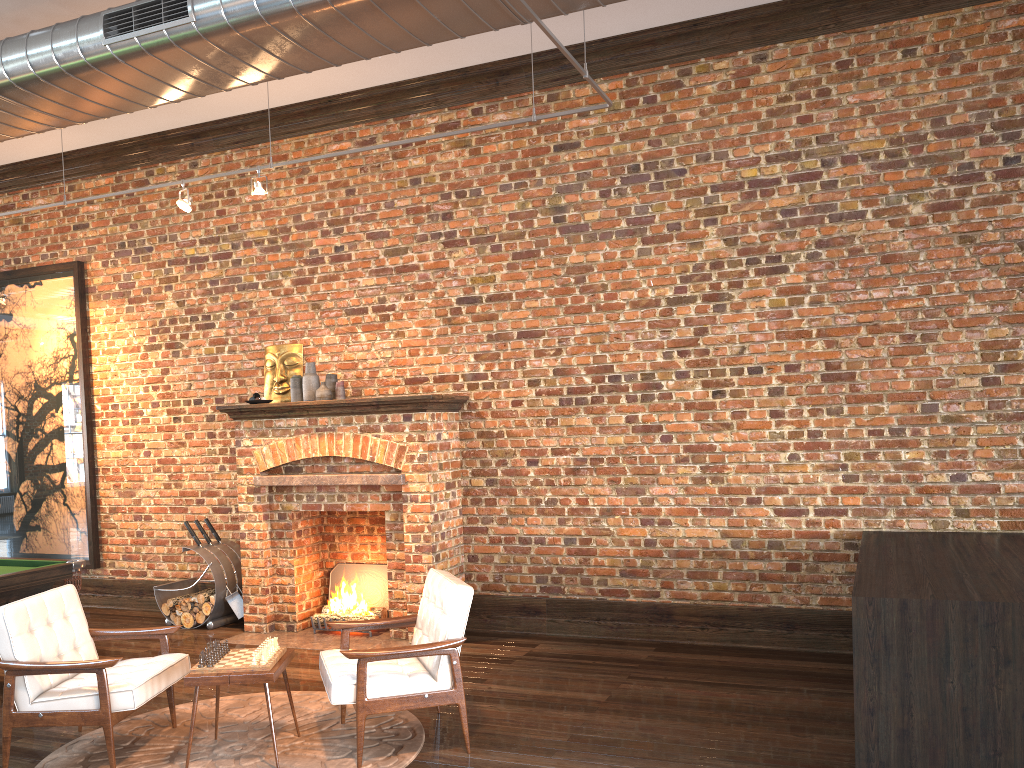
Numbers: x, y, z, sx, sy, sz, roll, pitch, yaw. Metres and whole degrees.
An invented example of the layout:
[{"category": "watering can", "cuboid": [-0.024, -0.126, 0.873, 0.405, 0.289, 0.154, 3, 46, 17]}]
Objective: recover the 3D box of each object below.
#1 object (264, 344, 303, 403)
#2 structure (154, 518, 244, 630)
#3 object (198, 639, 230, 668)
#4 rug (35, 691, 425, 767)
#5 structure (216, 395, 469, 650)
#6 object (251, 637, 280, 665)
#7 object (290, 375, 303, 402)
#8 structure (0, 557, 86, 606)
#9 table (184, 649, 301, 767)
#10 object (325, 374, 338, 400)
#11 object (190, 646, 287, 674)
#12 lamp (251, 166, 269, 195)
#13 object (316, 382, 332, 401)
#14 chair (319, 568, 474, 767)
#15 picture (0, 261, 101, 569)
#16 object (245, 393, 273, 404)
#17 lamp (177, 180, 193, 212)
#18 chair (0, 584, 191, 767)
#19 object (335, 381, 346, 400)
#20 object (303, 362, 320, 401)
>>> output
[{"category": "object", "cuboid": [-2.014, -0.078, 7.733, 0.409, 0.537, 0.124, -2, 2, 23]}, {"category": "structure", "cuboid": [-2.647, 1.656, 7.831, 0.927, 0.921, 0.536, -2, 1, 23]}, {"category": "object", "cuboid": [-1.521, 1.355, 4.530, 0.075, 0.101, 0.334, -2, -2, -2]}, {"category": "rug", "cuboid": [-1.447, 1.915, 4.662, 1.972, 0.015, 1.968, -3, -3, 24]}, {"category": "structure", "cuboid": [-1.401, 1.091, 7.134, 2.000, 1.912, 0.884, -2, 1, 23]}, {"category": "object", "cuboid": [-1.263, 1.346, 4.540, 0.075, 0.101, 0.334, -2, -2, -2]}, {"category": "object", "cuboid": [-1.821, 0.048, 7.535, 0.118, 0.250, 0.118, -3, 1, -19]}, {"category": "structure", "cuboid": [-4.535, 1.676, 5.971, 2.958, 0.853, 1.551, -3, -2, 23]}, {"category": "table", "cuboid": [-1.375, 1.669, 4.540, 0.463, 0.495, 0.516, -2, 0, -2]}, {"category": "object", "cuboid": [-1.509, 0.035, 7.430, 0.120, 0.243, 0.120, -1, 2, 42]}, {"category": "object", "cuboid": [-1.389, 1.413, 4.537, 0.388, 0.029, 0.388, -2, -3, -2]}, {"category": "lamp", "cuboid": [-1.806, -1.447, 6.334, 0.117, 0.213, 0.117, -3, 1, -26]}, {"category": "object", "cuboid": [-1.548, 0.066, 7.284, 0.136, 0.169, 0.136, -2, 0, -25]}, {"category": "chair", "cuboid": [-0.624, 1.467, 4.704, 0.741, 0.867, 0.768, -2, 0, -17]}, {"category": "picture", "cuboid": [-5.607, 0.395, 9.280, 3.203, 3.009, 0.080, -2, 2, 23]}, {"category": "object", "cuboid": [-2.108, 0.124, 7.386, 0.237, 0.105, 0.237, -3, -2, 33]}, {"category": "lamp", "cuboid": [-2.441, -1.402, 6.600, 0.113, 0.230, 0.114, -2, 1, -3]}, {"category": "chair", "cuboid": [-2.185, 1.522, 4.665, 0.741, 0.867, 0.767, -2, 0, 3]}, {"category": "object", "cuboid": [-1.421, 0.060, 7.334, 0.081, 0.179, 0.081, -3, 1, -25]}, {"category": "object", "cuboid": [-1.690, -0.010, 7.470, 0.145, 0.350, 0.145, -3, 2, -31]}]
